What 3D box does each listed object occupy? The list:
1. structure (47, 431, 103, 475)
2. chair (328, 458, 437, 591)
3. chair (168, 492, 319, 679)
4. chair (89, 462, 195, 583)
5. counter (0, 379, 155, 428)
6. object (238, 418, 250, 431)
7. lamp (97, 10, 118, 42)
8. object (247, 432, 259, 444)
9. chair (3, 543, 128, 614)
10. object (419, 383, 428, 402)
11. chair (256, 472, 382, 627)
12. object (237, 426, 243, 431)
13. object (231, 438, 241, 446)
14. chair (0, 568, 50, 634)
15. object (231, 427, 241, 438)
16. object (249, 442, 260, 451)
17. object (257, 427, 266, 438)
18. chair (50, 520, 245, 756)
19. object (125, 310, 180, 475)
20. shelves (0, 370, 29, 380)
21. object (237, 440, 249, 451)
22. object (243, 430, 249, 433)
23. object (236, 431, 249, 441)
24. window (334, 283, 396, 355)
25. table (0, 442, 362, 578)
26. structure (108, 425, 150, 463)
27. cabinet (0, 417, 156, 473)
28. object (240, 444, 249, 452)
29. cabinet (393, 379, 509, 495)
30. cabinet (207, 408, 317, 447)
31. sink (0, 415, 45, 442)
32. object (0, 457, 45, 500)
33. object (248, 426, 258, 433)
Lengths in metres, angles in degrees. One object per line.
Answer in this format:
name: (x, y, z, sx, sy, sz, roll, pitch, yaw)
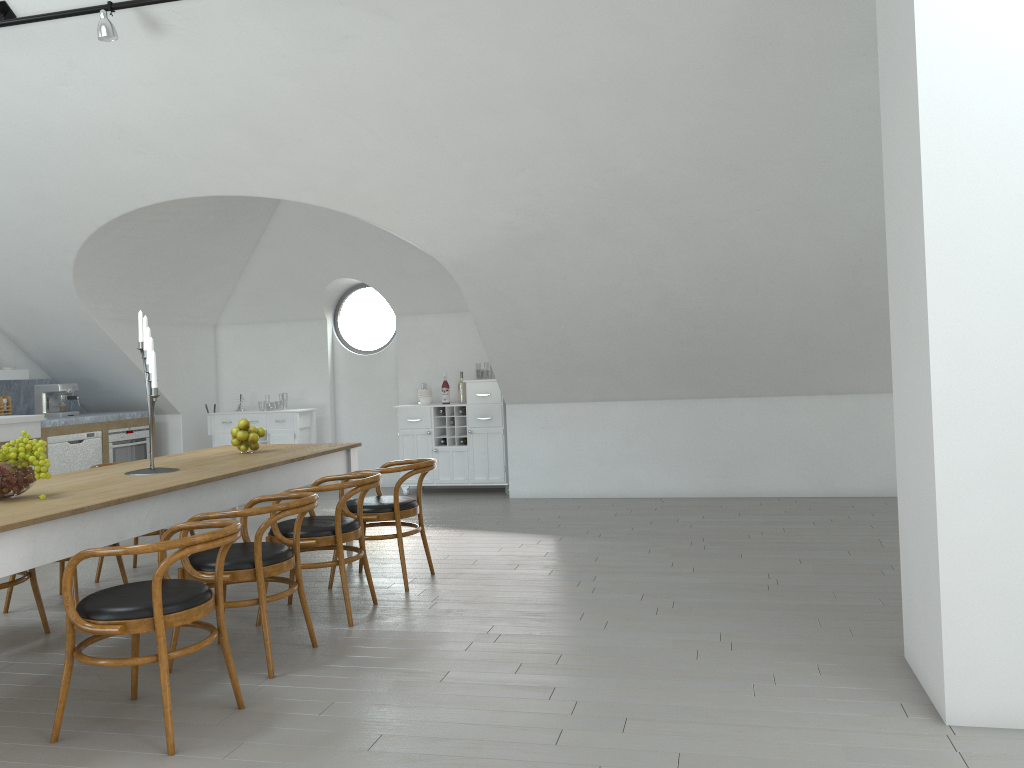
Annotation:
structure: (-4.254, 0.875, 8.156, 0.598, 0.823, 0.724, -2, 0, 13)
chair: (-0.749, 0.830, 5.363, 0.621, 0.735, 0.527, -2, 0, 16)
chair: (-1.166, 0.872, 3.971, 0.621, 0.735, 0.527, -2, 0, 13)
chair: (-2.429, 0.887, 5.813, 0.621, 0.735, 0.527, -2, 0, 10)
counter: (-4.921, 0.130, 6.279, 0.961, 0.620, 6.577, -2, 1, 13)
object: (-1.651, 0.250, 5.469, 0.072, 0.074, 0.072, -2, 0, 13)
lamp: (-2.389, -2.118, 5.236, 0.113, 0.175, 0.114, -2, 0, -24)
object: (-1.586, 0.332, 5.431, 0.071, 0.072, 0.070, -2, 0, -22)
chair: (-2.606, 0.907, 5.112, 0.621, 0.735, 0.527, -2, 0, 17)
object: (-0.949, 0.090, 9.461, 0.115, 0.209, 0.065, -2, -1, 16)
chair: (-0.983, 0.852, 4.676, 0.621, 0.735, 0.527, -2, 0, 9)
object: (-1.691, 0.282, 5.537, 0.062, 0.059, 0.062, -2, 0, 14)
object: (-1.689, 0.354, 5.426, 0.059, 0.056, 0.059, -2, 0, 8)
chair: (-2.716, 0.925, 4.390, 0.621, 0.735, 0.527, -2, 0, 10)
object: (-1.696, 0.299, 5.451, 0.066, 0.071, 0.072, -2, 0, -17)
object: (-1.594, 0.381, 5.486, 0.063, 0.063, 0.064, -2, 0, 25)
object: (-1.562, 0.302, 5.509, 0.063, 0.063, 0.062, -2, 0, -24)
chair: (-1.295, 0.890, 3.254, 0.621, 0.735, 0.527, -2, 0, 17)
object: (-1.885, 0.018, 4.641, 0.265, 0.875, 0.774, -2, 0, -13)
shelves: (-5.286, -0.652, 5.845, 0.480, 1.362, 5.551, -2, 1, 8)
object: (-1.668, 0.377, 5.497, 0.080, 0.074, 0.078, -2, 0, -32)
object: (-1.648, 0.297, 5.508, 0.053, 0.051, 0.052, -2, 0, -16)
object: (-1.641, 0.315, 5.402, 0.071, 0.064, 0.072, -2, 0, 7)
window: (-1.609, -0.726, 9.924, 0.899, 0.900, 0.060, -2, -1, 13)
table: (-1.881, 0.856, 4.466, 1.018, 0.799, 3.350, -2, 1, 13)
structure: (-4.079, 0.759, 8.891, 0.630, 0.637, 0.632, -2, 0, 13)
cabinet: (-4.885, 0.951, 6.193, 1.003, 1.022, 6.430, -2, 1, 13)
object: (-1.642, 0.391, 5.435, 0.049, 0.050, 0.051, -2, 0, 17)
cabinet: (-0.563, 0.539, 9.188, 1.242, 1.154, 0.610, -2, 0, 13)
cabinet: (-2.673, 0.683, 9.493, 1.134, 0.789, 0.497, -2, 0, 13)
sink: (-4.503, 0.389, 7.260, 0.727, 0.202, 1.021, -2, 1, 13)
object: (-2.144, 0.403, 3.700, 0.360, 0.159, 0.360, -2, 1, -6)
object: (-1.597, 0.287, 5.463, 0.058, 0.057, 0.053, -2, 0, 28)
